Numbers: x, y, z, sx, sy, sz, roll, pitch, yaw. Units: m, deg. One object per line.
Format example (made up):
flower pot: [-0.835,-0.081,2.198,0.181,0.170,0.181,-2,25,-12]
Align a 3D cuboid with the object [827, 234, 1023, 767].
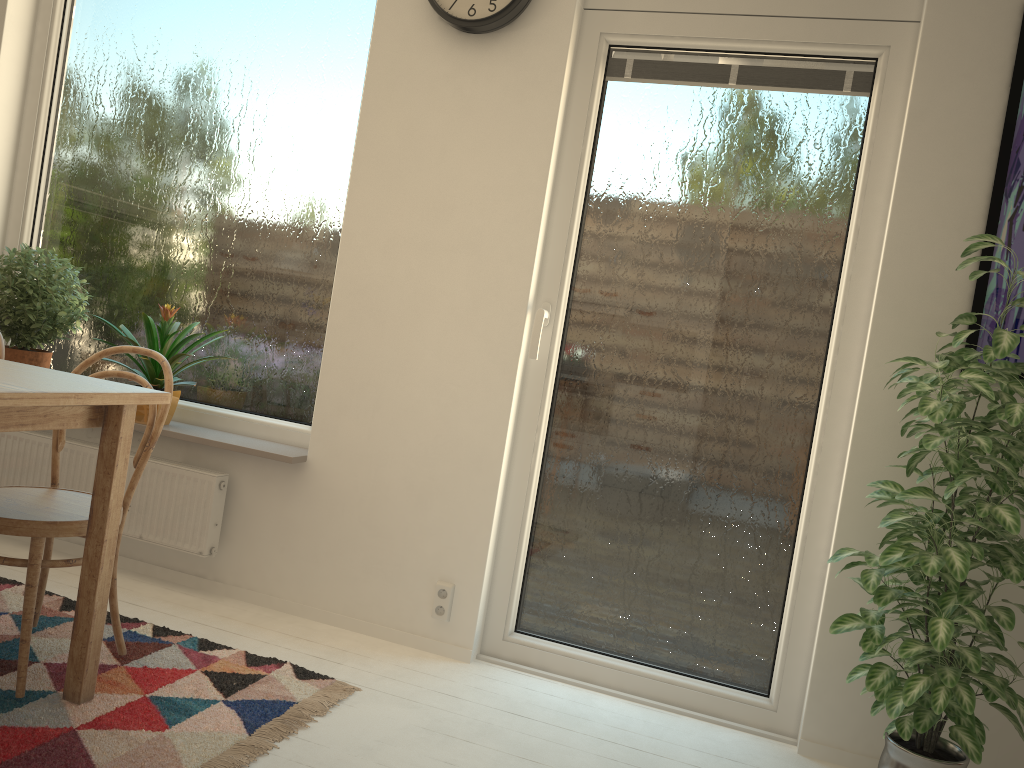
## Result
object: [1.054,0.363,2.086,0.568,1.424,0.514,8,2,-30]

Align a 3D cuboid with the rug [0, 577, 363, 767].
rug: [-2.080,0.570,2.049,3.026,0.035,1.748,10,2,17]

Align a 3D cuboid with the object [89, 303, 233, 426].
object: [-1.219,-0.069,3.074,0.487,0.425,0.417,10,2,24]

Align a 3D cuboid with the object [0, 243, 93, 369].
object: [-1.782,-0.235,3.261,0.395,0.561,0.383,10,2,15]

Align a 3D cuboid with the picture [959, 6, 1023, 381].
picture: [1.525,-0.472,2.263,0.546,0.999,0.018,10,2,17]

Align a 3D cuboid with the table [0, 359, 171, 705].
table: [-1.830,0.240,1.914,1.798,0.749,0.894,10,2,17]

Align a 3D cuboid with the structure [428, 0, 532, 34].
structure: [-0.098,-1.286,2.755,0.371,0.371,0.074,10,2,17]

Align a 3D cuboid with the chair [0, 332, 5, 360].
chair: [-1.656,0.213,2.336,0.385,0.810,0.483,10,2,15]

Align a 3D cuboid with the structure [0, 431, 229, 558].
structure: [-1.452,0.359,3.134,1.029,0.278,0.113,10,2,17]

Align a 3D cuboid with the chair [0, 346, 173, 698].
chair: [-1.162,0.295,2.260,0.385,0.810,0.483,10,2,20]
